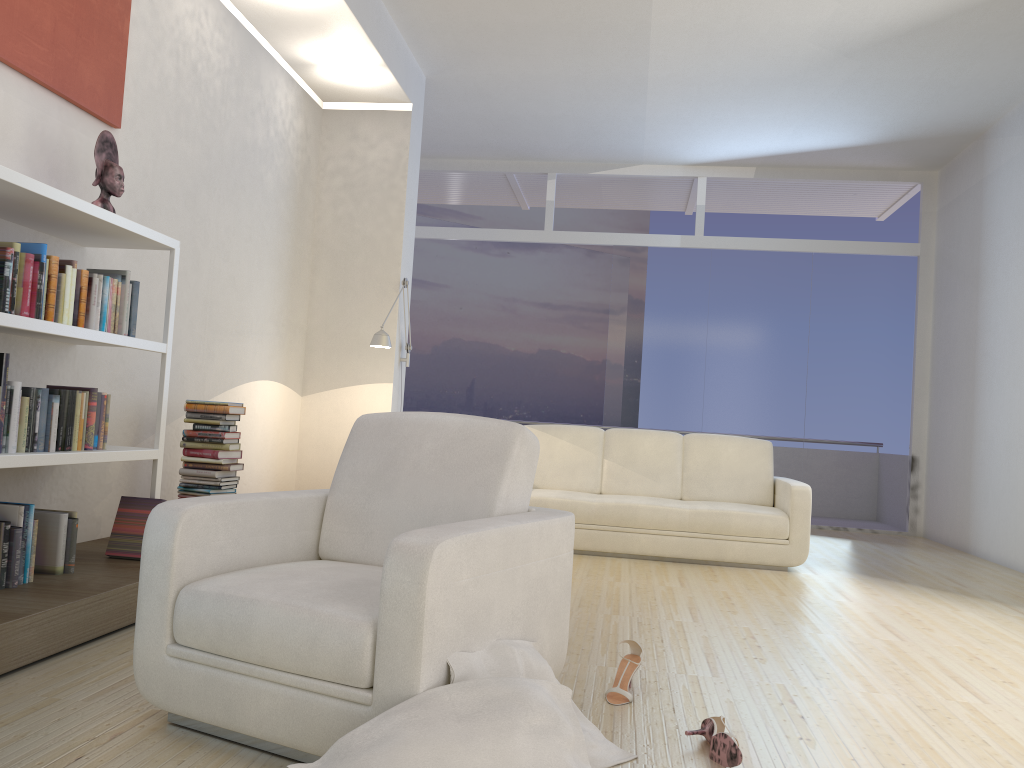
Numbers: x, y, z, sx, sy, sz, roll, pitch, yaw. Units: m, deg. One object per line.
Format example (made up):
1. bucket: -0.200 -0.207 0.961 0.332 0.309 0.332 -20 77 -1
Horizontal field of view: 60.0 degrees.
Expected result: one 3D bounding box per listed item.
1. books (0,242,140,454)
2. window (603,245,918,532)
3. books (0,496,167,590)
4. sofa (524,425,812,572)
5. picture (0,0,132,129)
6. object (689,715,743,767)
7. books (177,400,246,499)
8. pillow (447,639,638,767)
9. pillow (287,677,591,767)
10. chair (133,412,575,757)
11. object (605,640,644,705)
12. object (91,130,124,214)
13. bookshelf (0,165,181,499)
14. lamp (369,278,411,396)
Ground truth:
1. books: -1.738 -0.123 3.348 0.215 0.743 0.831 3 -3 8
2. window: 2.438 0.003 8.890 2.988 2.706 0.012 3 -3 8
3. books: -1.761 0.577 3.342 0.274 0.281 1.125 3 -3 15
4. sofa: 0.920 0.753 6.300 2.166 0.862 0.941 3 -3 8
5. picture: -2.042 -1.685 2.603 0.030 0.794 3.227 3 -3 8
6. object: 0.531 0.943 2.361 0.121 0.091 0.287 3 -3 6
7. books: -1.570 0.440 4.666 0.329 0.694 0.270 3 -3 8
8. pillow: 0.034 0.792 2.134 0.312 0.315 0.615 2 -3 35
9. pillow: -0.082 0.806 1.865 0.712 0.287 0.299 5 -3 -30
10. chair: -0.384 0.484 2.568 0.919 0.828 0.941 2 -3 28
11. object: 0.361 0.917 2.842 0.089 0.149 0.265 3 -3 20
12. object: -1.714 -0.868 3.750 0.133 0.409 0.138 5 -3 -36
13. bookshelf: -1.857 0.003 3.172 0.465 1.396 1.599 3 -3 8
14. lamp: -0.929 0.107 6.452 0.204 1.841 0.891 3 -3 3
